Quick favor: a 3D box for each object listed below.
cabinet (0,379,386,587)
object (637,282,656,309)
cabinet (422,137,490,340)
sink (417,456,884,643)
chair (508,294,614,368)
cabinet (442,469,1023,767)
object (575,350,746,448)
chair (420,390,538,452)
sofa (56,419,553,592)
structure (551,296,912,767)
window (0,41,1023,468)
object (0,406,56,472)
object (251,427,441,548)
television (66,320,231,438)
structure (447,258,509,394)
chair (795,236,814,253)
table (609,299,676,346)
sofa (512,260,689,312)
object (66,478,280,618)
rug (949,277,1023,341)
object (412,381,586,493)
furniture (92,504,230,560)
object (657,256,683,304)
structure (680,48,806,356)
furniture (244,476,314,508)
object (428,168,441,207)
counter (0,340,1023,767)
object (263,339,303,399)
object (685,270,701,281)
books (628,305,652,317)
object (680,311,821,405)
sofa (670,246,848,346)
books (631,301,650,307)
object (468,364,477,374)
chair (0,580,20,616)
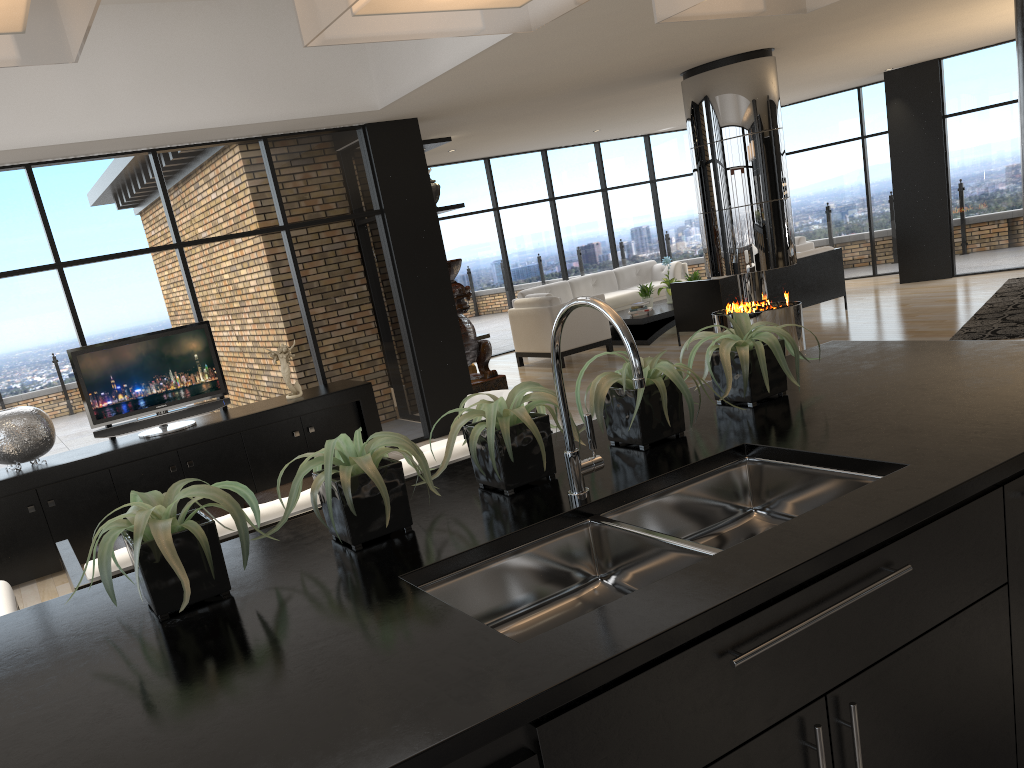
[{"bbox_3d":[-2.459,0.702,6.547,3.002,0.756,0.616,-16,13,-28],"label":"cabinet"},{"bbox_3d":[1.788,-1.174,11.732,0.285,0.377,0.210,-6,14,23],"label":"object"},{"bbox_3d":[-1.539,-1.190,10.492,1.171,2.797,2.641,-18,14,-28],"label":"cabinet"},{"bbox_3d":[0.293,0.360,1.664,0.911,0.163,0.457,-16,11,-29],"label":"sink"},{"bbox_3d":[0.604,-0.719,11.072,0.844,0.873,0.994,-18,13,-29],"label":"chair"},{"bbox_3d":[0.215,0.788,1.957,3.077,1.059,1.171,-17,13,-29],"label":"cabinet"},{"bbox_3d":[0.325,0.014,2.242,0.397,0.244,0.399,-12,11,-5],"label":"object"},{"bbox_3d":[-0.148,0.443,5.588,0.676,0.689,0.799,-18,13,-29],"label":"chair"},{"bbox_3d":[-0.815,0.778,3.965,2.007,0.820,0.832,-17,13,-29],"label":"sofa"},{"bbox_3d":[0.282,0.350,1.592,2.742,1.040,0.650,-17,14,-29],"label":"structure"},{"bbox_3d":[0.460,-2.072,6.940,15.609,4.884,10.111,-20,14,-42],"label":"window"},{"bbox_3d":[-3.349,0.369,5.986,0.464,0.416,0.455,-1,15,42],"label":"object"},{"bbox_3d":[-0.364,0.210,1.880,0.406,0.244,0.390,-12,11,-5],"label":"object"},{"bbox_3d":[-2.583,-0.008,6.383,0.929,0.726,0.402,-13,13,-10],"label":"television"},{"bbox_3d":[-0.552,-0.519,8.936,0.510,1.627,0.725,-19,15,-29],"label":"structure"},{"bbox_3d":[3.740,-1.631,12.829,0.844,0.873,0.994,-18,13,-29],"label":"chair"},{"bbox_3d":[2.161,-0.911,11.964,2.007,0.358,1.255,-16,11,-29],"label":"table"},{"bbox_3d":[1.386,-1.220,13.138,2.662,0.873,0.848,-16,13,-28],"label":"sofa"},{"bbox_3d":[-0.656,0.317,1.653,0.397,0.221,0.399,-12,11,-5],"label":"object"},{"bbox_3d":[5.989,-0.883,8.370,2.721,0.011,3.646,-4,12,37],"label":"rug"},{"bbox_3d":[-0.048,0.129,2.062,0.406,0.221,0.390,-12,11,-5],"label":"object"},{"bbox_3d":[-1.733,0.997,4.737,0.817,0.493,0.822,-17,12,-29],"label":"furniture"},{"bbox_3d":[2.135,-1.405,11.872,0.354,0.644,0.364,-13,13,-10],"label":"object"},{"bbox_3d":[2.166,-1.540,8.223,0.576,2.799,0.889,-23,18,-40],"label":"structure"},{"bbox_3d":[-1.022,0.791,5.137,0.817,0.493,0.822,-17,12,-29],"label":"furniture"},{"bbox_3d":[-0.912,-2.179,9.644,0.245,0.555,0.239,-7,14,14],"label":"object"},{"bbox_3d":[0.115,0.267,1.823,3.077,0.032,1.171,-16,11,-29],"label":"counter"},{"bbox_3d":[-1.737,-0.114,6.822,0.253,0.469,0.104,-18,16,-27],"label":"object"},{"bbox_3d":[2.500,-1.379,12.118,0.284,0.377,0.210,-1,16,38],"label":"object"},{"bbox_3d":[1.642,-0.948,11.307,0.308,0.129,0.219,-9,11,9],"label":"books"},{"bbox_3d":[0.680,-0.085,2.413,0.406,0.244,0.390,-12,11,-5],"label":"object"},{"bbox_3d":[2.960,-1.070,10.560,2.007,0.820,0.832,-17,13,-29],"label":"sofa"},{"bbox_3d":[1.643,-1.024,11.282,0.152,0.027,0.184,-19,12,-38],"label":"books"},{"bbox_3d":[-0.524,-0.199,10.152,0.222,0.504,0.218,-12,13,-3],"label":"object"},{"bbox_3d":[-2.688,1.188,4.124,0.676,0.689,0.799,-18,13,-29],"label":"chair"}]
